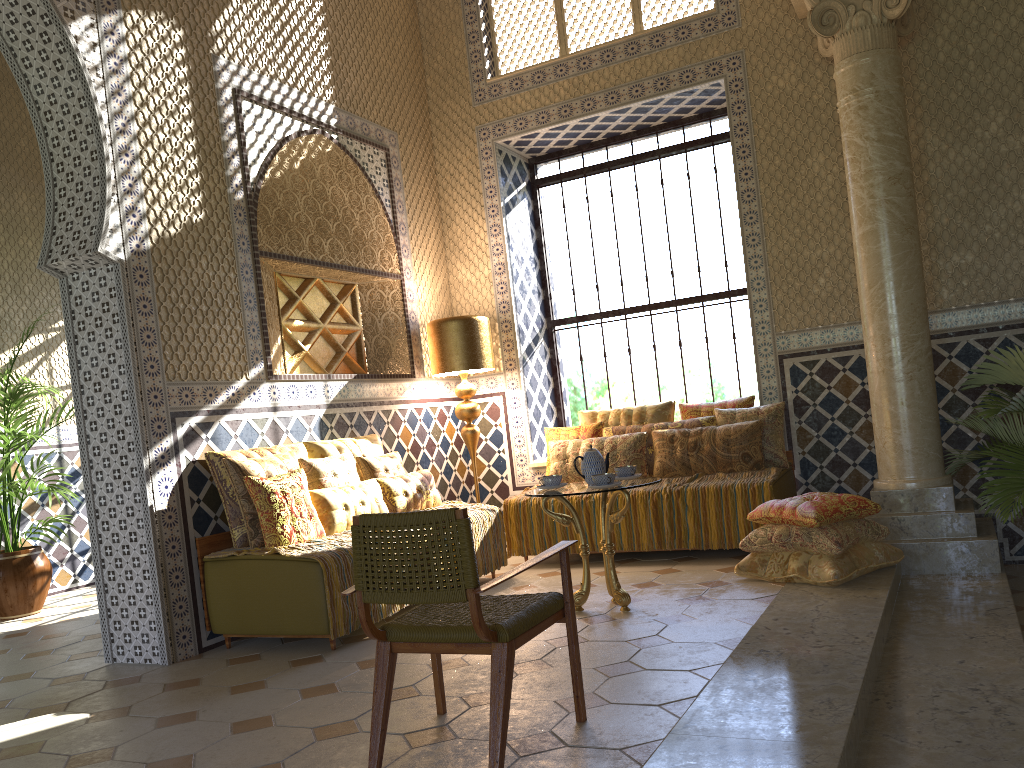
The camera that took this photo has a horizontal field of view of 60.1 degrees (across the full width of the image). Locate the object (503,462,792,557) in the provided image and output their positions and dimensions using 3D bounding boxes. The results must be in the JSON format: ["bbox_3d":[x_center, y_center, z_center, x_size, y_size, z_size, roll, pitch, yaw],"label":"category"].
[{"bbox_3d":[1.438,1.346,9.445,2.893,0.718,1.311,-8,-2,27],"label":"object"}]

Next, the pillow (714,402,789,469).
[{"bbox_3d":[2.488,0.566,9.236,0.743,0.693,0.339,-7,0,27],"label":"pillow"}]

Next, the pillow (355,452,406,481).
[{"bbox_3d":[-1.233,1.000,8.770,0.314,0.638,0.680,-6,-1,27],"label":"pillow"}]

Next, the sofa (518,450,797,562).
[{"bbox_3d":[1.502,1.349,9.483,2.857,0.938,1.271,-8,-2,27],"label":"sofa"}]

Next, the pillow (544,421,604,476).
[{"bbox_3d":[0.704,0.808,10.137,0.743,0.693,0.339,-7,0,27],"label":"pillow"}]

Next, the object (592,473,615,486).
[{"bbox_3d":[0.700,0.735,6.716,0.183,0.100,0.183,-7,-2,23],"label":"object"}]

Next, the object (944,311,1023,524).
[{"bbox_3d":[4.900,0.430,7.082,2.645,2.503,2.161,-7,-1,13],"label":"object"}]

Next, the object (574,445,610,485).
[{"bbox_3d":[0.647,0.649,7.095,0.273,0.324,0.198,-7,0,16],"label":"object"}]

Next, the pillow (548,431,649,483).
[{"bbox_3d":[0.929,0.853,9.763,1.194,0.547,0.328,-7,-1,27],"label":"pillow"}]

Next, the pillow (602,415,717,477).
[{"bbox_3d":[1.595,0.717,9.667,1.345,0.615,0.369,-7,-1,27],"label":"pillow"}]

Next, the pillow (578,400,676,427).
[{"bbox_3d":[1.291,0.662,10.080,1.195,0.833,0.421,-7,0,27],"label":"pillow"}]

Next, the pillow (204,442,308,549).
[{"bbox_3d":[-2.080,0.945,7.712,0.423,0.832,1.190,-6,-1,26],"label":"pillow"}]

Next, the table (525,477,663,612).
[{"bbox_3d":[0.700,1.297,7.069,1.097,0.981,1.104,-6,-1,-34],"label":"table"}]

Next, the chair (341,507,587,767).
[{"bbox_3d":[-0.247,1.174,4.385,0.953,1.210,0.904,-7,0,27],"label":"chair"}]

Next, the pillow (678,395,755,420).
[{"bbox_3d":[2.241,0.565,9.667,0.858,0.801,0.392,-7,0,27],"label":"pillow"}]

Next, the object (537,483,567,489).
[{"bbox_3d":[0.327,0.838,7.224,0.256,0.032,0.256,-7,-2,5],"label":"object"}]

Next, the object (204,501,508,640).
[{"bbox_3d":[-1.238,1.590,8.014,1.317,0.718,2.880,-7,-2,27],"label":"object"}]

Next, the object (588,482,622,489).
[{"bbox_3d":[0.704,0.773,6.717,0.256,0.032,0.255,-8,-3,23],"label":"object"}]

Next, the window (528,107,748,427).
[{"bbox_3d":[-0.951,-0.803,12.053,8.503,3.992,0.572,-7,0,23],"label":"window"}]

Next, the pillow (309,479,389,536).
[{"bbox_3d":[-1.430,1.112,7.884,0.272,0.450,0.980,-7,-2,26],"label":"pillow"}]

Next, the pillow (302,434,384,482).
[{"bbox_3d":[-1.548,0.930,8.781,0.423,0.832,1.190,-6,-1,26],"label":"pillow"}]

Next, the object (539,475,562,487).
[{"bbox_3d":[0.322,0.800,7.222,0.184,0.100,0.183,-7,-2,8],"label":"object"}]

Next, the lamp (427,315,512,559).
[{"bbox_3d":[-0.474,0.647,10.303,0.736,2.815,0.737,-7,1,-4],"label":"lamp"}]

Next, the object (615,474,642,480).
[{"bbox_3d":[0.944,0.771,7.306,0.256,0.032,0.256,-7,-2,5],"label":"object"}]

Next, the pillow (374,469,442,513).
[{"bbox_3d":[-1.013,1.101,8.721,0.272,0.450,0.980,-7,-2,26],"label":"pillow"}]

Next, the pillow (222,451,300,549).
[{"bbox_3d":[-1.997,0.965,7.422,0.384,0.781,0.832,-6,-1,27],"label":"pillow"}]

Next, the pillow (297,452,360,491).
[{"bbox_3d":[-1.594,0.981,8.053,0.341,0.693,0.739,-6,-1,27],"label":"pillow"}]

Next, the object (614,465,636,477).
[{"bbox_3d":[0.939,0.733,7.305,0.184,0.100,0.183,-7,-2,15],"label":"object"}]

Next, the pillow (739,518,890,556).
[{"bbox_3d":[2.546,1.286,7.478,0.877,0.347,0.935,-5,-3,-43],"label":"pillow"}]

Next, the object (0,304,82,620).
[{"bbox_3d":[-5.878,0.881,9.901,2.263,3.554,2.746,-7,0,30],"label":"object"}]

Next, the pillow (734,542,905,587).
[{"bbox_3d":[2.590,1.484,7.481,1.039,0.368,0.994,-5,-3,-38],"label":"pillow"}]

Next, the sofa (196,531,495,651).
[{"bbox_3d":[-1.286,1.606,8.053,1.277,0.937,2.844,-7,-2,26],"label":"sofa"}]

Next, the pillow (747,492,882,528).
[{"bbox_3d":[2.533,1.077,7.461,0.746,0.311,0.806,-5,-2,-29],"label":"pillow"}]

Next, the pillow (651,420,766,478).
[{"bbox_3d":[2.018,0.705,9.212,1.194,0.547,0.328,-7,-1,27],"label":"pillow"}]

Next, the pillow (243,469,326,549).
[{"bbox_3d":[-1.817,1.029,7.178,0.346,0.651,0.683,-6,-1,26],"label":"pillow"}]
